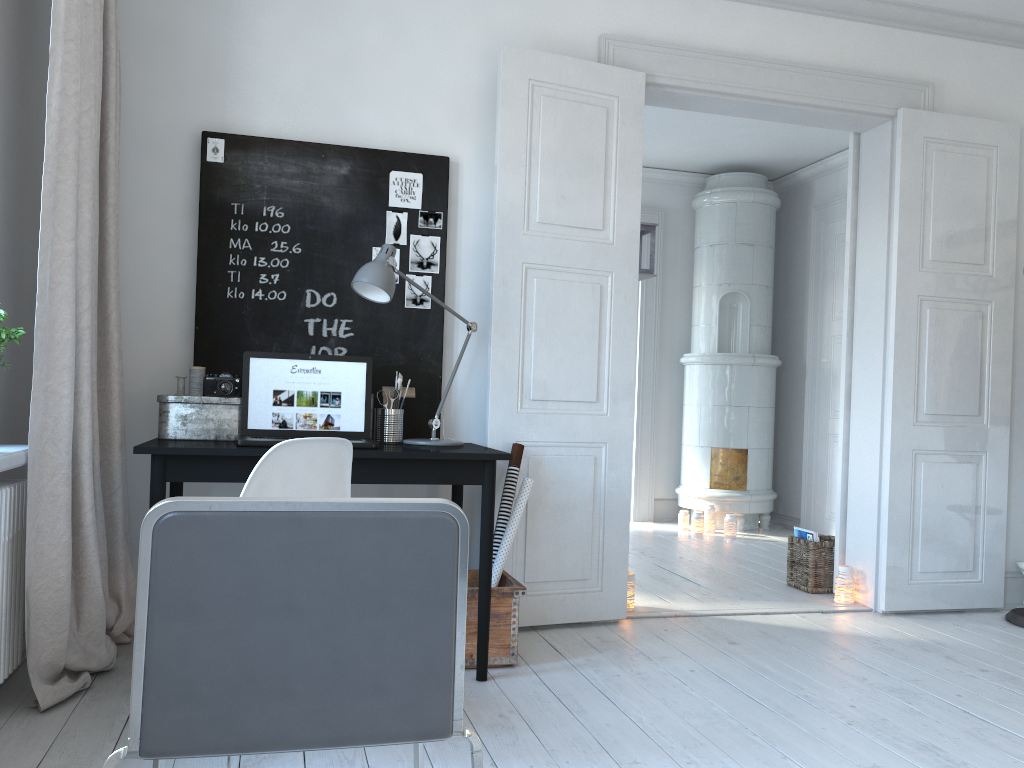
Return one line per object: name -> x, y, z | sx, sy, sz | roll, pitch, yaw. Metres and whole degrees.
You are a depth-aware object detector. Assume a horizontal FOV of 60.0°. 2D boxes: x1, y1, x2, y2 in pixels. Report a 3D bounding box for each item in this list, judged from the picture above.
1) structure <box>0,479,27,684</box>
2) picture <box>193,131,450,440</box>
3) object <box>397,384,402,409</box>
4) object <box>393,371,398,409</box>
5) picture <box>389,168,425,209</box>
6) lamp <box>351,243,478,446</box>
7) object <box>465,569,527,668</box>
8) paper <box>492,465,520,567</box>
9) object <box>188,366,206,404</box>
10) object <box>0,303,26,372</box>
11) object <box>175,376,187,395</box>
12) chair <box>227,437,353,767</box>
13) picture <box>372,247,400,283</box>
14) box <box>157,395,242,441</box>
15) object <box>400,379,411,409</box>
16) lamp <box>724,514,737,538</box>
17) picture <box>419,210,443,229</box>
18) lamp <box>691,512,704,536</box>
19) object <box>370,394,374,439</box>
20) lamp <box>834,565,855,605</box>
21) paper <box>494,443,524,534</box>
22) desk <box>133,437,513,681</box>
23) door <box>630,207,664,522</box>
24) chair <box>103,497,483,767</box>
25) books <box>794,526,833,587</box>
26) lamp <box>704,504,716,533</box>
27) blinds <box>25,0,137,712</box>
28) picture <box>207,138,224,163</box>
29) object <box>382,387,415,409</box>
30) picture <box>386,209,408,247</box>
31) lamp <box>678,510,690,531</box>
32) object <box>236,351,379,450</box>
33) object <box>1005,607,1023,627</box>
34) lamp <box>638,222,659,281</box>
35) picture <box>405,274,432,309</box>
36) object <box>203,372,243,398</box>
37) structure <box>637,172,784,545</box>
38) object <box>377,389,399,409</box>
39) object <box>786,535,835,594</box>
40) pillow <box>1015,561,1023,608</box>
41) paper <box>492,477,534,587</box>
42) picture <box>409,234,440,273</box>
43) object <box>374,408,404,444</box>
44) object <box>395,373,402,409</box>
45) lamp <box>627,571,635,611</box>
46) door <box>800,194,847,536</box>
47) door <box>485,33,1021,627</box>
structure -> -1.351, 0.544, 1.912 | 0.195, 0.547, 1.505 | 2, -1, -15
picture -> -0.737, -0.353, 3.487 | 0.953, 1.172, 0.064 | 2, 0, -15
object -> -0.433, 0.110, 3.333 | 0.009, 0.222, 0.082 | 2, 0, 15
object -> -0.442, 0.085, 3.340 | 0.008, 0.267, 0.060 | 2, 0, 2
picture -> -0.421, -0.779, 3.535 | 0.147, 0.154, 0.004 | 2, 0, -15
lamp -> -0.350, -0.132, 3.278 | 0.617, 0.716, 0.230 | 2, 0, -44
object -> -0.317, 0.840, 3.170 | 0.665, 0.282, 0.339 | 2, -1, -15
paper -> -0.060, 0.643, 3.328 | 0.043, 0.669, 0.266 | 2, 0, 30
object -> -1.108, 0.003, 3.107 | 0.056, 0.130, 0.167 | 2, -1, -16
object -> -1.412, -0.029, 2.225 | 0.271, 0.407, 0.310 | 2, 0, 35
object -> -1.178, 0.006, 3.157 | 0.040, 0.069, 0.040 | 2, 0, -27
chair -> -0.701, 0.541, 2.405 | 0.554, 0.824, 0.474 | 2, 0, 40
picture -> -0.501, -0.470, 3.516 | 0.107, 0.150, 0.001 | 2, 0, -15
box -> -1.085, 0.119, 3.139 | 0.317, 0.152, 0.193 | 2, -1, -15
object -> -0.421, 0.101, 3.330 | 0.084, 0.240, 0.009 | 2, 0, -38
lamp -> 1.572, 1.022, 6.377 | 0.089, 0.166, 0.089 | 2, 0, -16
picture -> -0.327, -0.661, 3.562 | 0.095, 0.071, 0.001 | 2, 0, -15
lamp -> 1.349, 1.015, 6.436 | 0.089, 0.166, 0.089 | 2, 0, -13
object -> -0.566, 0.130, 3.366 | 0.079, 0.188, 0.079 | 2, 0, -36
lamp -> 1.608, 0.971, 4.286 | 0.093, 0.180, 0.093 | 2, 0, -32
paper -> -0.051, 0.603, 3.402 | 0.048, 0.747, 0.297 | 2, 0, 30
desk -> -0.654, 0.589, 3.079 | 1.159, 0.759, 0.651 | 2, 0, -15
door -> 0.331, -0.177, 7.032 | 2.599, 2.505, 0.577 | 2, 0, -15
chair -> -0.340, 0.550, 1.414 | 0.562, 0.797, 0.524 | 2, 0, -15
books -> 1.616, 0.912, 4.665 | 0.201, 0.300, 0.179 | 2, 0, -15
lamp -> 1.469, 1.000, 6.604 | 0.098, 0.210, 0.098 | 2, 0, -10
blinds -> -1.314, -0.386, 2.830 | 0.225, 2.647, 0.831 | 2, 0, -15
picture -> -1.120, -0.884, 3.351 | 0.061, 0.088, 0.004 | 2, 0, -18
object -> -0.429, 0.116, 3.384 | 0.138, 0.209, 0.034 | 2, 0, -35
picture -> -0.459, -0.620, 3.527 | 0.083, 0.146, 0.002 | 2, 0, -15
lamp -> 1.291, 1.026, 6.660 | 0.084, 0.146, 0.084 | 2, 0, -10
object -> -0.682, 0.051, 2.977 | 0.446, 0.315, 0.325 | 2, -1, -15
object -> 2.485, 0.266, 4.029 | 0.374, 1.658, 0.374 | 2, 0, -7
lamp -> 0.758, -1.530, 5.404 | 0.228, 1.762, 0.228 | 2, 0, -18
picture -> -0.375, -0.372, 3.550 | 0.103, 0.136, 0.001 | 2, 0, -15
object -> -0.999, 0.001, 3.066 | 0.137, 0.087, 0.073 | 2, 0, -15
structure -> 1.614, -0.215, 6.808 | 0.800, 2.827, 1.248 | 2, 0, 30
object -> -0.473, 0.117, 3.328 | 0.081, 0.198, 0.050 | 2, 0, 10
object -> 1.627, 0.945, 4.668 | 0.270, 0.265, 0.224 | 2, 0, -15
pillow -> 2.645, 0.948, 4.259 | 0.317, 0.314, 0.273 | 2, 0, -14
paper -> -0.046, 0.660, 3.271 | 0.283, 0.626, 0.041 | 2, 0, -37
picture -> -0.350, -0.524, 3.556 | 0.121, 0.153, 0.002 | 2, 0, -15
object -> -0.462, 0.157, 3.320 | 0.108, 0.128, 0.108 | 2, 0, 0
object -> -0.438, 0.088, 3.341 | 0.012, 0.264, 0.062 | 2, 0, 28
lamp -> 0.507, 0.931, 3.984 | 0.089, 0.166, 0.089 | 2, 0, -22
door -> 2.606, -0.114, 6.070 | 0.306, 2.505, 1.599 | 2, 0, -15
door -> 1.099, -0.202, 4.116 | 2.599, 2.505, 0.577 | 2, 0, -15
